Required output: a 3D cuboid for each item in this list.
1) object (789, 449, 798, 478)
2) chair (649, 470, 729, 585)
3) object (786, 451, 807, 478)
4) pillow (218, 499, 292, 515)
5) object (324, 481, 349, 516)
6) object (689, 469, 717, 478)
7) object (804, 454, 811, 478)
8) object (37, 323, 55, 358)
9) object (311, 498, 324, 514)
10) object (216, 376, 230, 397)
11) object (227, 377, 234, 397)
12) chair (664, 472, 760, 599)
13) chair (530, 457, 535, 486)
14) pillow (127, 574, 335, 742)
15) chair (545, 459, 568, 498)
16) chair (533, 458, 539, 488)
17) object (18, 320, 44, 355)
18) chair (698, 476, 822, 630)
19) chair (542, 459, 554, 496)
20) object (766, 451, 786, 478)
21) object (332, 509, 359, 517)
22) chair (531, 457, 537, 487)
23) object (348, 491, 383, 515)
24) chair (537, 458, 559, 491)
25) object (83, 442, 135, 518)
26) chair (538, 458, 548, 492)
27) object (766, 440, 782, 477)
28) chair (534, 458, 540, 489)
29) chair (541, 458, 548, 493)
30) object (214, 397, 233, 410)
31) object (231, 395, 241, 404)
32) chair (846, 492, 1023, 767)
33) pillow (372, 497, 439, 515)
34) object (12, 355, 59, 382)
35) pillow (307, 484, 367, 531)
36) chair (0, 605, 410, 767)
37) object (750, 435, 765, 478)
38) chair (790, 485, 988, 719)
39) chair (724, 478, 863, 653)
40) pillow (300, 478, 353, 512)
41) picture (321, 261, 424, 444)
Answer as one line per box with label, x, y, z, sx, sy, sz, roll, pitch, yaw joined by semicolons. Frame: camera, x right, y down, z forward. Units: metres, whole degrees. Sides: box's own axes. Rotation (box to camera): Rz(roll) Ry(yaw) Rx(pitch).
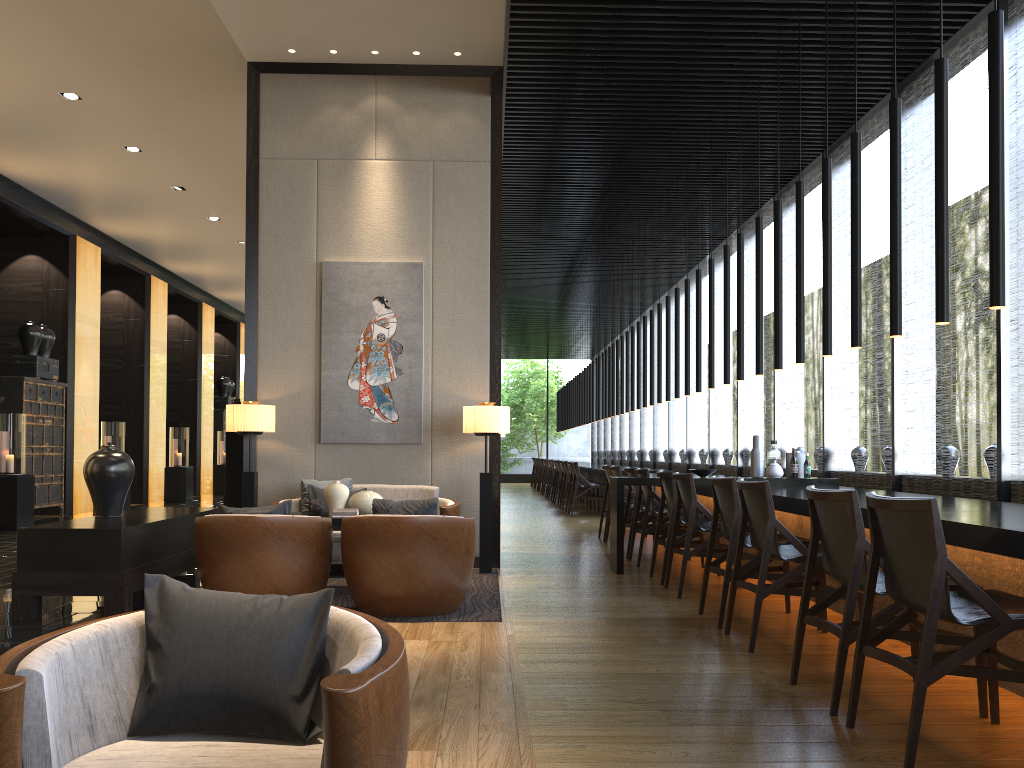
object;2.262;0.636;7.106;0.067;0.237;0.067;0;-1;-8
chair;1.352;1.066;6.644;0.563;0.826;0.526;0;-2;-2
object;2.319;0.654;7.219;0.169;0.219;0.169;1;-2;-6
pillow;-1.473;0.829;5.080;0.441;0.338;0.205;0;-2;5
object;-1.207;0.785;6.093;0.171;0.235;0.171;-1;-3;33
object;1.550;0.728;7.186;0.227;0.067;0.228;0;-4;1
object;2.358;0.654;7.069;0.056;0.197;0.056;0;-1;0
object;-6.567;-0.601;12.391;0.311;0.492;0.312;1;-2;-20
object;-1.361;0.853;6.177;0.092;0.112;0.091;2;-3;-39
object;-6.806;0.057;20.873;0.311;0.492;0.312;1;-2;-28
object;-6.815;0.083;21.205;0.311;0.492;0.312;1;-2;-20
chair;1.368;1.021;6.069;0.563;0.826;0.526;0;-2;-2
chair;0.819;2.534;25.578;0.563;0.826;0.526;0;-2;-2
pillow;-0.607;0.590;1.955;0.441;0.338;0.205;0;-2;5
chair;1.004;2.024;18.995;0.563;0.826;0.526;0;-2;-2
chair;0.865;2.407;23.932;0.563;0.826;0.526;0;-2;-2
object;-6.558;-0.626;12.059;0.311;0.492;0.312;2;-2;-35
chair;1.397;0.943;5.056;0.563;0.826;0.526;0;-2;-2
chair;0.974;2.107;20.066;0.563;0.826;0.526;0;-2;-2
object;2.106;0.644;7.097;0.136;0.217;0.136;1;-2;-15
object;-1.119;0.867;5.954;0.174;0.051;0.138;1;-4;-6
chair;0.835;2.490;25.003;0.563;0.826;0.526;0;-2;-2
object;-1.012;0.828;6.154;0.245;0.167;0.246;0;-3;1
chair;0.912;2.279;22.287;0.563;0.826;0.526;0;-2;-2
object;-2.663;0.630;5.849;0.311;0.492;0.312;0;-2;17
chair;0.928;2.235;21.712;0.563;0.826;0.526;0;-2;-2
object;2.150;0.614;7.267;0.129;0.305;0.129;1;-2;-16
chair;0.882;2.362;23.357;0.563;0.826;0.526;0;-2;-2
chair;0.958;2.151;20.641;0.563;0.826;0.526;0;-2;-2
object;-6.803;0.475;21.024;0.365;0.314;0.607;0;-4;-2
object;-2.411;0.222;7.886;0.176;0.245;0.116;0;-2;-2
chair;1.458;0.775;2.894;0.563;0.826;0.526;0;-2;-2
pillow;-0.615;0.831;5.106;0.399;0.362;0.222;0;-2;-1
object;-6.555;-0.209;12.209;0.365;0.314;0.607;0;-4;-2
pillow;-1.358;0.956;6.864;0.472;0.360;0.219;1;-2;-5
chair;-0.608;0.793;1.831;0.803;0.603;0.607;0;-3;-1
object;2.003;0.590;7.219;0.113;0.344;0.113;0;-1;-6
chair;1.441;0.820;3.469;0.563;0.826;0.526;0;-2;-2
chair;1.413;0.898;4.482;0.563;0.826;0.526;0;-2;-2
pillow;-1.463;0.947;7.017;0.433;0.399;0.201;1;-2;-23
picture;-1.152;-0.260;7.317;0.834;1.500;0.037;0;-1;-2
